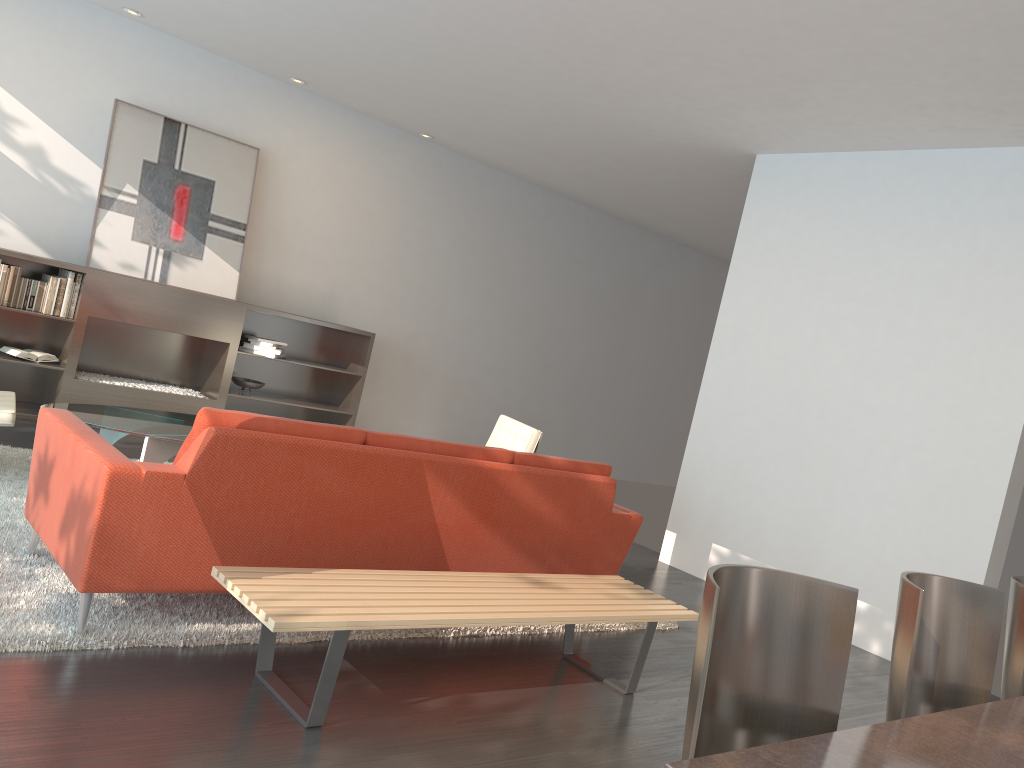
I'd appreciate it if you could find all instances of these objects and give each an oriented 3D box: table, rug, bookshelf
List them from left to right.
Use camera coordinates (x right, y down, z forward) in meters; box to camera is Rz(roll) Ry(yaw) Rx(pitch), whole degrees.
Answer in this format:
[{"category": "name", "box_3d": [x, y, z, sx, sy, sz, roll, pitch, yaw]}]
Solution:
[{"category": "bookshelf", "box_3d": [-2.818, -0.206, 7.231, 3.384, 1.162, 0.570, 12, 2, -40]}, {"category": "table", "box_3d": [-1.658, 0.503, 5.080, 1.997, 0.464, 0.948, 12, 2, -39]}, {"category": "rug", "box_3d": [-1.402, 0.801, 4.871, 3.769, 0.043, 2.987, 12, 2, -40]}, {"category": "table", "box_3d": [1.316, 1.222, 1.616, 2.149, 0.764, 1.173, 12, 2, -40]}]

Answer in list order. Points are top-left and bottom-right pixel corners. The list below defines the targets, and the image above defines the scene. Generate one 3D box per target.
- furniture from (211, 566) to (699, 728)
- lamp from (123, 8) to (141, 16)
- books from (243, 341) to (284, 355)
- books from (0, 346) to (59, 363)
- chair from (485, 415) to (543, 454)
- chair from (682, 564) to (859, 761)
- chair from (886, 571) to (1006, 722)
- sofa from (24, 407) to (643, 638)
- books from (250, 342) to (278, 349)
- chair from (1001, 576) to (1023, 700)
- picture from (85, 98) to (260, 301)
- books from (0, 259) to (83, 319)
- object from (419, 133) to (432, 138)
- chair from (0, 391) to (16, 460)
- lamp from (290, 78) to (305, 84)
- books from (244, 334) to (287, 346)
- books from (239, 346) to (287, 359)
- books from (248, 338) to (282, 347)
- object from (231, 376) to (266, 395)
[{"category": "furniture", "box_3d": [-0.130, 0.974, 3.401, 2.004, 0.357, 0.493, 12, 2, -40]}, {"category": "lamp", "box_3d": [-2.905, -2.843, 6.783, 0.129, 0.010, 0.129, 13, 2, 5]}, {"category": "books", "box_3d": [-2.141, -0.310, 7.657, 0.314, 0.038, 0.398, 13, 2, -11]}, {"category": "books", "box_3d": [-3.555, -0.212, 6.528, 0.234, 0.064, 0.335, 14, 2, 30]}, {"category": "chair", "box_3d": [-0.285, 0.600, 5.967, 0.706, 0.817, 0.700, 13, 2, -20]}, {"category": "chair", "box_3d": [0.519, 0.879, 1.530, 0.547, 0.967, 0.615, 12, 2, -40]}, {"category": "chair", "box_3d": [1.092, 0.998, 2.022, 0.547, 0.967, 0.615, 12, 2, -40]}, {"category": "sofa", "box_3d": [-0.649, 0.576, 4.002, 2.595, 0.852, 1.039, 12, 2, -40]}, {"category": "books", "box_3d": [-2.134, -0.338, 7.656, 0.210, 0.020, 0.300, 13, 2, -11]}, {"category": "chair", "box_3d": [1.614, 1.106, 2.472, 0.547, 0.967, 0.615, 12, 2, -40]}, {"category": "picture", "box_3d": [-2.722, -1.464, 7.230, 1.207, 1.338, 0.269, 12, 2, -40]}, {"category": "books", "box_3d": [-3.498, -0.712, 6.441, 0.591, 0.339, 0.325, 12, 2, -40]}, {"category": "object", "box_3d": [-0.840, -2.418, 8.641, 0.129, 0.010, 0.129, 13, 2, 5]}, {"category": "chair", "box_3d": [-2.915, 0.027, 4.516, 0.706, 0.817, 0.700, 12, 2, -30]}, {"category": "lamp", "box_3d": [-1.859, -2.626, 7.683, 0.129, 0.010, 0.129, 13, 2, 5]}, {"category": "books", "box_3d": [-2.125, -0.376, 7.655, 0.210, 0.020, 0.300, 15, 2, 40]}, {"category": "books", "box_3d": [-2.149, -0.273, 7.658, 0.314, 0.038, 0.398, 13, 2, -1]}, {"category": "books", "box_3d": [-2.129, -0.357, 7.656, 0.210, 0.020, 0.300, 13, 2, 0]}, {"category": "object", "box_3d": [-2.280, 0.026, 7.615, 0.309, 0.117, 0.309, 13, 2, -6]}]
